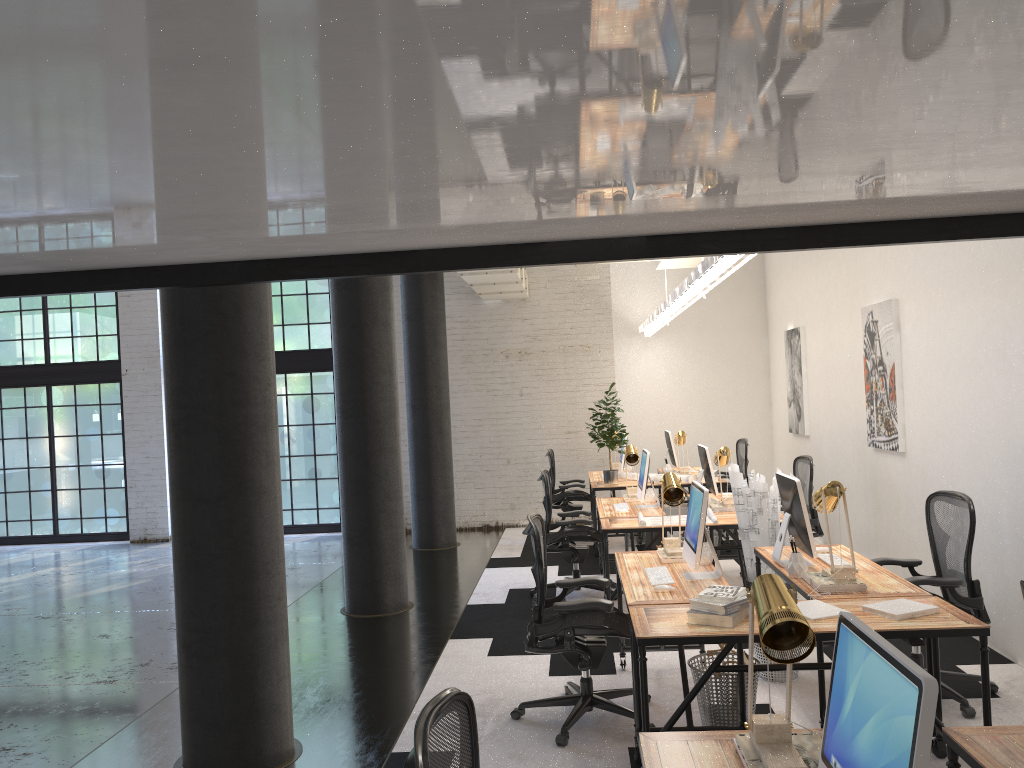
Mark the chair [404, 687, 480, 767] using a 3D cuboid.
[{"bbox_3d":[0.100,1.196,1.797,0.792,1.085,0.770,-3,0,-12],"label":"chair"}]

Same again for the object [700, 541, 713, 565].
[{"bbox_3d":[1.078,0.949,4.973,0.101,0.127,0.101,-3,0,-41],"label":"object"}]

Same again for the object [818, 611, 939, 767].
[{"bbox_3d":[0.717,0.736,1.714,0.189,0.485,0.483,-3,0,4],"label":"object"}]

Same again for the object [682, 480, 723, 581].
[{"bbox_3d":[0.985,0.768,4.640,0.189,0.485,0.483,-3,0,4],"label":"object"}]

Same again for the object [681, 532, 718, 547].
[{"bbox_3d":[1.707,1.537,8.088,0.353,0.435,0.359,-3,0,0],"label":"object"}]

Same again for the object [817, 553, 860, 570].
[{"bbox_3d":[1.761,0.966,4.823,0.118,0.017,0.439,-3,-1,4],"label":"object"}]

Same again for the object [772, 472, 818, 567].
[{"bbox_3d":[1.530,0.745,4.865,0.189,0.485,0.483,-3,0,4],"label":"object"}]

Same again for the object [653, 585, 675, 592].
[{"bbox_3d":[0.746,1.002,4.355,0.106,0.029,0.059,-3,-1,5],"label":"object"}]

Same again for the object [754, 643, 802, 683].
[{"bbox_3d":[1.549,1.500,5.194,0.353,0.435,0.359,-3,0,0],"label":"object"}]

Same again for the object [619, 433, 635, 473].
[{"bbox_3d":[1.306,0.817,10.211,0.189,0.485,0.483,-3,0,4],"label":"object"}]

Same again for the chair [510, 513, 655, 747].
[{"bbox_3d":[0.368,1.228,4.723,0.792,1.085,0.770,-3,0,-12],"label":"chair"}]

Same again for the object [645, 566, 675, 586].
[{"bbox_3d":[0.777,1.013,4.682,0.118,0.017,0.439,-3,-1,4],"label":"object"}]

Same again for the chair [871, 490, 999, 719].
[{"bbox_3d":[2.189,1.138,4.782,0.792,1.085,0.770,-3,0,-12],"label":"chair"}]

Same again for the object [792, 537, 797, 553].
[{"bbox_3d":[1.453,0.881,4.517,0.054,0.207,0.008,-3,0,-31],"label":"object"}]

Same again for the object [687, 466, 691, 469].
[{"bbox_3d":[2.111,1.012,10.721,0.106,0.029,0.059,-3,-1,5],"label":"object"}]

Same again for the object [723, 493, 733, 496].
[{"bbox_3d":[1.949,1.000,8.043,0.106,0.029,0.059,-3,-1,5],"label":"object"}]

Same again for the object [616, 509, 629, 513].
[{"bbox_3d":[0.905,1.039,7.248,0.106,0.029,0.059,-3,-1,5],"label":"object"}]

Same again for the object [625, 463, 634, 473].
[{"bbox_3d":[1.398,0.997,10.544,0.101,0.127,0.101,-3,0,-41],"label":"object"}]

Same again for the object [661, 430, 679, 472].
[{"bbox_3d":[1.850,0.794,10.436,0.189,0.485,0.483,-3,0,4],"label":"object"}]

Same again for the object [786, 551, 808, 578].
[{"bbox_3d":[1.455,0.923,4.532,0.101,0.127,0.101,-3,0,-41],"label":"object"}]

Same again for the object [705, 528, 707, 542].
[{"bbox_3d":[1.082,0.906,4.959,0.008,0.207,0.054,-3,0,-13],"label":"object"}]

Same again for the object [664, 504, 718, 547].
[{"bbox_3d":[1.914,1.519,9.475,0.544,0.455,0.221,-3,0,4],"label":"object"}]

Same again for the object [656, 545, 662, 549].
[{"bbox_3d":[1.198,1.548,7.204,0.353,0.435,0.359,-3,0,0],"label":"object"}]

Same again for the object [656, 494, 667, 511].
[{"bbox_3d":[1.870,1.549,10.765,0.353,0.435,0.359,-3,0,0],"label":"object"}]

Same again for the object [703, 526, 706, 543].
[{"bbox_3d":[1.076,0.907,4.988,0.054,0.207,0.008,-3,0,-31],"label":"object"}]

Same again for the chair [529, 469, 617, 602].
[{"bbox_3d":[0.526,1.265,7.617,0.792,1.085,0.770,-3,0,-12],"label":"chair"}]

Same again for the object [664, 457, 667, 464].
[{"bbox_3d":[1.762,0.931,10.093,0.054,0.207,0.008,-3,0,-9],"label":"object"}]

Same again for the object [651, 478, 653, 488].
[{"bbox_3d":[1.234,0.944,7.881,0.054,0.207,0.008,-3,0,-31],"label":"object"}]

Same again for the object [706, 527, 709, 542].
[{"bbox_3d":[1.087,0.907,4.983,0.054,0.207,0.008,-3,0,-9],"label":"object"}]

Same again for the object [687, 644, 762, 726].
[{"bbox_3d":[1.040,1.511,4.311,0.353,0.435,0.359,-3,0,0],"label":"object"}]

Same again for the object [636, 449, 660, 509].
[{"bbox_3d":[1.143,0.805,7.534,0.189,0.485,0.483,-3,0,4],"label":"object"}]

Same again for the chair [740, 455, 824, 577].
[{"bbox_3d":[2.348,1.175,7.675,0.792,1.085,0.770,-3,0,-12],"label":"chair"}]

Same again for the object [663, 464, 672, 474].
[{"bbox_3d":[1.776,0.972,10.103,0.101,0.127,0.101,-3,0,-41],"label":"object"}]

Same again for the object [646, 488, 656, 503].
[{"bbox_3d":[1.236,0.985,7.867,0.101,0.127,0.101,-3,0,-41],"label":"object"}]

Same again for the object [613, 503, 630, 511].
[{"bbox_3d":[0.935,1.050,7.575,0.118,0.017,0.439,-3,-1,4],"label":"object"}]

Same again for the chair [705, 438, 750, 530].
[{"bbox_3d":[2.510,1.187,10.353,0.792,1.085,0.770,-3,0,-12],"label":"chair"}]

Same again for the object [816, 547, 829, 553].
[{"bbox_3d":[1.791,0.963,5.150,0.106,0.029,0.059,-3,-1,5],"label":"object"}]

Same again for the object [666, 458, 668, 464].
[{"bbox_3d":[1.774,0.930,10.088,0.054,0.207,0.008,-3,0,-31],"label":"object"}]

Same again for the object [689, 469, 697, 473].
[{"bbox_3d":[2.082,1.015,10.394,0.118,0.017,0.439,-3,-1,4],"label":"object"}]

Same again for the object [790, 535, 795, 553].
[{"bbox_3d":[1.447,0.881,4.546,0.008,0.207,0.054,-3,0,-13],"label":"object"}]

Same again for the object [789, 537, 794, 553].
[{"bbox_3d":[1.442,0.882,4.522,0.054,0.207,0.008,-3,0,-9],"label":"object"}]

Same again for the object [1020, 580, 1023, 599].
[{"bbox_3d":[1.262,0.713,1.938,0.189,0.485,0.483,-3,0,4],"label":"object"}]

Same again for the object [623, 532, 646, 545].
[{"bbox_3d":[1.360,1.560,9.882,0.353,0.435,0.359,-3,0,0],"label":"object"}]

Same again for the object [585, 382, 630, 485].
[{"bbox_3d":[1.006,0.523,9.363,0.438,1.077,0.514,-3,0,-5],"label":"object"}]

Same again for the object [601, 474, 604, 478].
[{"bbox_3d":[1.097,1.061,10.253,0.118,0.017,0.439,-3,-1,4],"label":"object"}]

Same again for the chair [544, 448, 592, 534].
[{"bbox_3d":[0.688,1.276,10.294,0.792,1.085,0.770,-3,0,-12],"label":"chair"}]

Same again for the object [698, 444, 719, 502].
[{"bbox_3d":[1.688,0.782,7.758,0.189,0.485,0.483,-3,0,4],"label":"object"}]

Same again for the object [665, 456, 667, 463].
[{"bbox_3d":[1.767,0.930,10.117,0.008,0.207,0.054,-3,0,-13],"label":"object"}]
